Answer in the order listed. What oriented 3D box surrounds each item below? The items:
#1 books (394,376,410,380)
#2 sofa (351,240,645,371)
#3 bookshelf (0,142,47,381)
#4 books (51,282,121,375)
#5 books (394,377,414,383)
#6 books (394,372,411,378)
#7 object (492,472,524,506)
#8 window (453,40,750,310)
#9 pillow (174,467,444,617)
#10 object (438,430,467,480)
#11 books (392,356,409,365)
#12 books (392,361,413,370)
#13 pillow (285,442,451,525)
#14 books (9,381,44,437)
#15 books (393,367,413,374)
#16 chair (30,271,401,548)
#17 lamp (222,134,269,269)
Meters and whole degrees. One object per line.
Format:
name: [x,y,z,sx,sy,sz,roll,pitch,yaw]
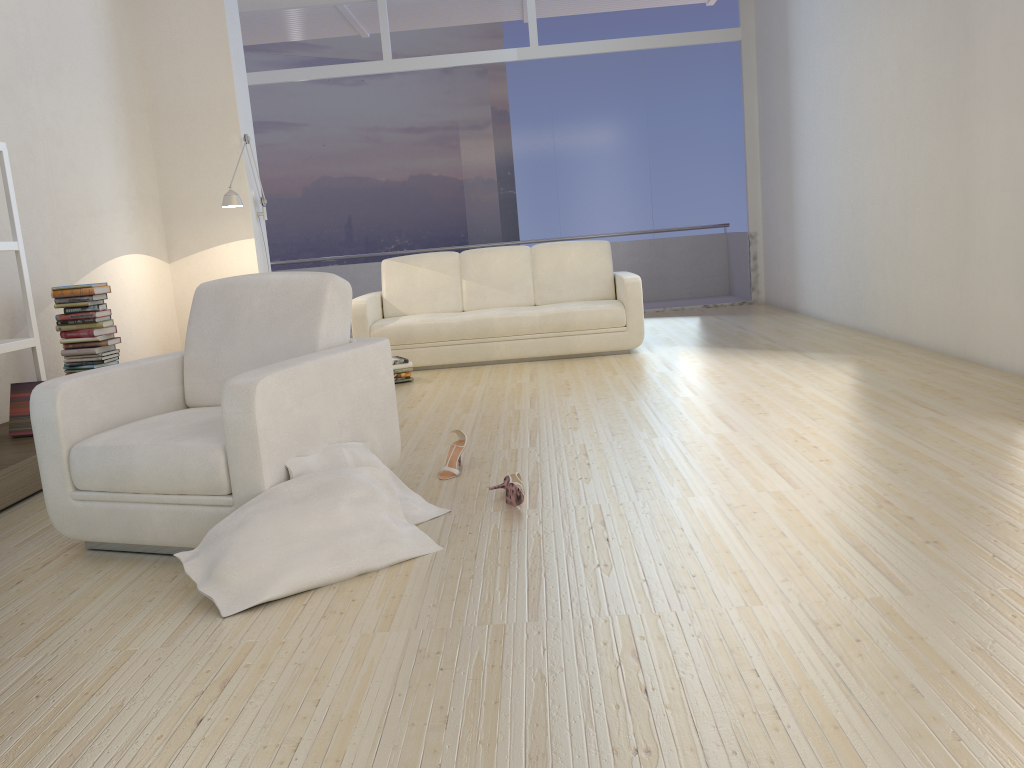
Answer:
books: [-0.881,-0.041,6.153,0.287,0.018,0.247,-9,10,-24]
sofa: [-0.110,-0.641,6.976,2.166,0.862,0.941,-5,9,2]
bookshelf: [-2.591,-0.312,3.542,0.465,1.396,1.599,-5,9,2]
books: [-2.417,-0.226,5.113,0.329,0.694,0.270,-5,9,2]
books: [-0.874,-0.024,6.158,0.328,0.018,0.247,-9,10,-22]
books: [-0.859,-0.065,6.157,0.287,0.025,0.247,-7,9,-13]
object: [-0.018,0.371,3.145,0.121,0.091,0.287,-5,9,1]
window: [0.984,-2.115,9.468,2.988,2.706,0.012,-5,9,2]
pillow: [-0.584,0.434,2.583,0.712,0.287,0.299,-11,11,-35]
object: [-0.243,0.280,3.594,0.089,0.149,0.265,-2,10,15]
books: [-0.890,-0.152,6.135,0.287,0.025,0.247,-9,10,-24]
books: [-0.882,-0.122,6.143,0.319,0.038,0.247,-9,10,-27]
pillow: [-0.502,0.349,2.851,0.312,0.315,0.615,0,10,29]
books: [-2.435,0.195,3.836,0.274,0.281,1.125,-3,9,9]
books: [-0.880,-0.090,6.148,0.328,0.027,0.247,-9,10,-22]
chair: [-1.006,0.034,3.176,0.919,0.828,0.941,-1,10,22]
lamp: [-2.036,-0.998,6.835,0.204,1.841,0.891,-5,9,-2]
